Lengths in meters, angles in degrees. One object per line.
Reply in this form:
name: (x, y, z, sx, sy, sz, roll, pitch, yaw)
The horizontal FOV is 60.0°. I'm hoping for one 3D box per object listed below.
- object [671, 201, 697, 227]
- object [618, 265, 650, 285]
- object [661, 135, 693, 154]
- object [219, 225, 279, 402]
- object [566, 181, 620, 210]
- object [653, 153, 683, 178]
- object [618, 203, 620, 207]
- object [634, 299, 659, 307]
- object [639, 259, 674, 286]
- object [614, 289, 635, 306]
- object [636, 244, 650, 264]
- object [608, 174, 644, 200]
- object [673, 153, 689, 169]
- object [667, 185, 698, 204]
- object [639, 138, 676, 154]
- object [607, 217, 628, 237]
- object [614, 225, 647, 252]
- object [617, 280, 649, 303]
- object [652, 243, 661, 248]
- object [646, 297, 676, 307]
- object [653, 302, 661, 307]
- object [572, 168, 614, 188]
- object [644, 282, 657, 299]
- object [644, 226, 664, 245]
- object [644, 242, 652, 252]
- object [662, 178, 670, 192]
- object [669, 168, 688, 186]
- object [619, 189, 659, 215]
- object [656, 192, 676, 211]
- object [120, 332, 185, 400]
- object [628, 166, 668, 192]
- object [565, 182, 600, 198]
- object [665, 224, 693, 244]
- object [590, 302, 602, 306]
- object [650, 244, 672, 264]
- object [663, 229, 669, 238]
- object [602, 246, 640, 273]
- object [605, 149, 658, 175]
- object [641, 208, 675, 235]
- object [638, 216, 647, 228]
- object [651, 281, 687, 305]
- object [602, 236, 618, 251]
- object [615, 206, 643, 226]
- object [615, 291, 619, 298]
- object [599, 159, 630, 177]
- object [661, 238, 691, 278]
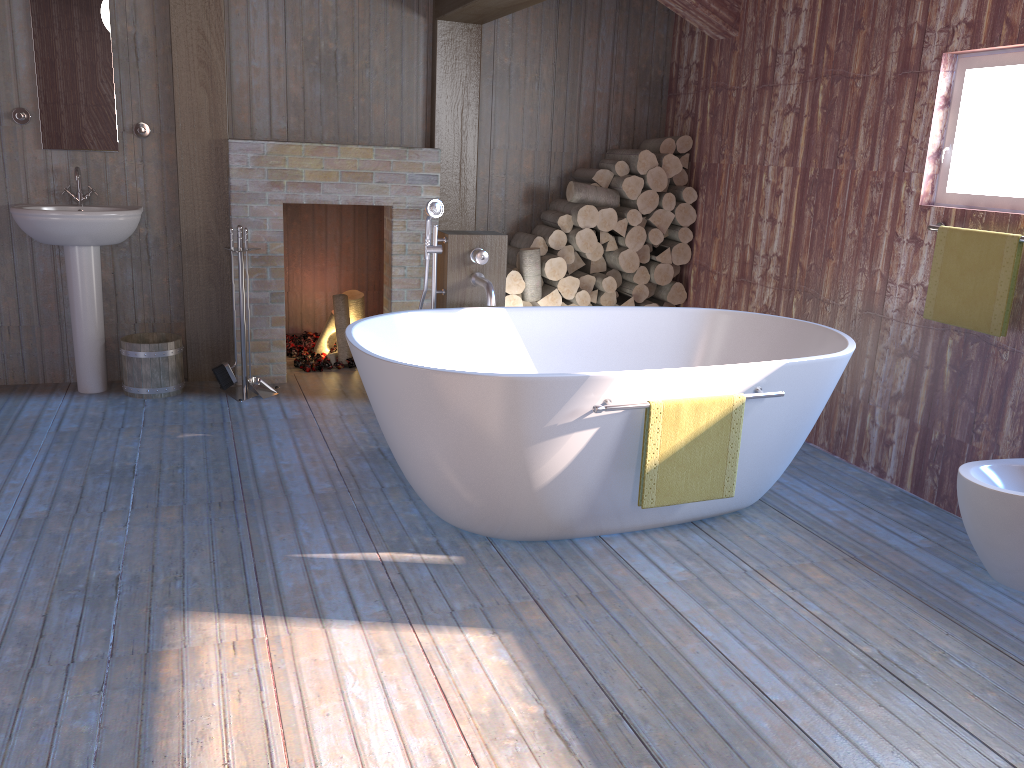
object: (0.949, -1.052, 5.400, 0.147, 0.152, 0.439, -3, 15, -19)
object: (0.714, -0.680, 5.385, 0.114, 0.113, 0.301, -3, 16, -22)
object: (0.969, -1.438, 5.337, 0.112, 0.113, 0.271, -3, 15, -19)
object: (-1.435, -0.385, 4.630, 0.276, 0.888, 0.333, 8, 16, 21)
object: (0.465, -1.082, 5.097, 0.302, 0.157, 0.121, -2, 15, -19)
object: (0.851, -1.311, 5.310, 0.133, 0.142, 0.456, -2, 15, -18)
object: (0.535, -1.096, 5.337, 0.121, 0.124, 0.291, -2, 15, -19)
object: (0.754, -0.475, 5.491, 0.138, 0.147, 0.440, -3, 15, -19)
object: (0.822, -0.703, 5.454, 0.137, 0.133, 0.437, -3, 16, -21)
object: (0.615, -0.524, 5.416, 0.115, 0.112, 0.423, -3, 15, -19)
object: (0.716, -0.806, 5.362, 0.111, 0.118, 0.302, -3, 16, -20)
object: (0.615, -1.181, 5.257, 0.139, 0.148, 0.458, -3, 15, -19)
object: (0.964, -1.360, 5.373, 0.081, 0.100, 0.281, -3, 15, -20)
object: (0.967, -1.161, 5.372, 0.102, 0.109, 0.438, -3, 15, -19)
object: (0.868, -1.410, 5.306, 0.104, 0.121, 0.270, -2, 15, -19)
object: (0.545, -0.941, 5.273, 0.109, 0.124, 0.424, -3, 16, -20)
object: (0.647, -0.892, 5.329, 0.136, 0.157, 0.439, -2, 15, -19)
object: (0.713, -0.575, 5.408, 0.116, 0.117, 0.289, -3, 16, -22)
object: (0.839, -0.874, 5.391, 0.067, 0.069, 0.177, -3, 15, -19)
object: (0.909, -0.506, 5.593, 0.114, 0.113, 0.301, -3, 16, -22)
object: (0.835, -0.494, 5.562, 0.088, 0.092, 0.280, -3, 16, -20)
object: (0.478, -1.222, 5.281, 0.140, 0.121, 0.319, -2, 15, -18)
object: (0.775, -0.613, 5.563, 0.118, 0.106, 0.319, -3, 16, -22)
object: (0.769, -0.918, 5.365, 0.102, 0.109, 0.438, -3, 15, -19)
object: (0.782, -0.835, 5.380, 0.065, 0.069, 0.177, -3, 16, -20)
object: (0.832, -1.220, 5.417, 0.132, 0.119, 0.319, -2, 15, -18)
object: (0.957, -1.262, 5.381, 0.107, 0.115, 0.269, -2, 15, -18)
object: (0.709, -1.094, 5.296, 0.143, 0.151, 0.440, -3, 15, -19)
object: (0.842, -1.112, 5.338, 0.089, 0.106, 0.437, -2, 15, -18)
object: (-1.876, -0.098, 4.632, 0.309, 0.290, 0.308, 0, 15, -10)
object: (0.752, -1.228, 5.276, 0.141, 0.143, 0.437, -3, 16, -21)
object: (0.424, -1.137, 5.284, 0.113, 0.130, 0.291, -2, 15, -19)
object: (0.953, -0.936, 5.429, 0.102, 0.109, 0.438, -3, 15, -19)
object: (0.526, -0.435, 5.430, 0.139, 0.148, 0.458, -3, 15, -19)
object: (0.830, -0.815, 5.418, 0.115, 0.112, 0.423, -3, 15, -19)
object: (0.880, -0.944, 5.449, 0.088, 0.092, 0.280, -2, 15, -19)
object: (0.601, -0.769, 5.345, 0.141, 0.143, 0.437, -3, 16, -21)
object: (0.702, -1.318, 5.251, 0.135, 0.139, 0.456, -2, 15, -18)
object: (0.796, -1.005, 5.384, 0.172, 0.151, 0.482, -2, 15, -18)
object: (0.707, -0.967, 5.306, 0.095, 0.090, 0.278, -2, 15, -18)
object: (0.910, -0.600, 5.530, 0.139, 0.137, 0.455, -3, 16, -21)
object: (0.544, -0.856, 5.304, 0.085, 0.096, 0.280, -2, 15, -19)
object: (0.633, -1.014, 5.285, 0.102, 0.109, 0.438, -3, 15, -19)
object: (0.593, -0.554, 5.386, 0.054, 0.056, 0.146, -3, 15, -19)
object: (0.598, -1.267, 5.195, 0.094, 0.097, 0.227, -2, 15, -19)
object: (0.933, -0.778, 5.476, 0.137, 0.256, 0.439, -3, 15, -19)
